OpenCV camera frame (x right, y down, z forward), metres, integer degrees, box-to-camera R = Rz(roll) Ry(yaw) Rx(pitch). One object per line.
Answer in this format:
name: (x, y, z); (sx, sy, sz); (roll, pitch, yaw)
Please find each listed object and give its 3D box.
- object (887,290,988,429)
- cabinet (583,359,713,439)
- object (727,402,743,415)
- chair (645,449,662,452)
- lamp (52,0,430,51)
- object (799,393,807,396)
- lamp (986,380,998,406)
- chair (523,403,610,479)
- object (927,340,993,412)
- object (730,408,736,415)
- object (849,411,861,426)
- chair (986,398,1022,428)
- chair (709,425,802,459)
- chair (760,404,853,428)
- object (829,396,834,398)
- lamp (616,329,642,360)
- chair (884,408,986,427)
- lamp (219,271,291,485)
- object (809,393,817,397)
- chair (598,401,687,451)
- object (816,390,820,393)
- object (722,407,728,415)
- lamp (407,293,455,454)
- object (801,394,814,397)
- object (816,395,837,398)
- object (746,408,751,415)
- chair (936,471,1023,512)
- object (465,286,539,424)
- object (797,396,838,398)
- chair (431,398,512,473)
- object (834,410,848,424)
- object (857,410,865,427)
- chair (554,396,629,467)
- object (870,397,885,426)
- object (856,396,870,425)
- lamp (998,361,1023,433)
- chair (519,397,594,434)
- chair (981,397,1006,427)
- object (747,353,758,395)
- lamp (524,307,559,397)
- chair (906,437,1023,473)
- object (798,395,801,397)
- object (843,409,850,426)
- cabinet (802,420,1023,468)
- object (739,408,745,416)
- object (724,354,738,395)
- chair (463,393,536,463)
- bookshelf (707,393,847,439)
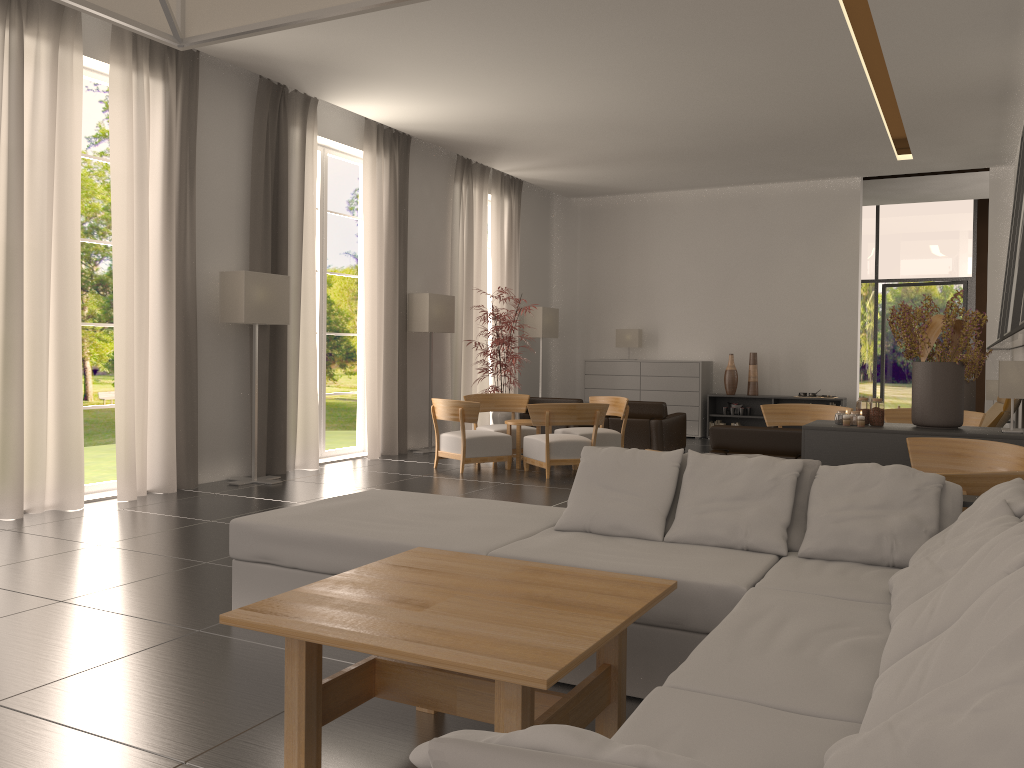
object: (4.906, -0.283, 9.758); (1.422, 1.553, 1.437); (2, 2, 40)
cabinet: (3.437, 0.335, 22.580); (3.081, 1.876, 1.040); (2, 1, 27)
object: (5.394, 0.586, 21.426); (0.413, 0.309, 0.142); (2, 2, 42)
chair: (1.831, 1.167, 7.357); (1.151, 1.226, 1.452); (0, 2, -38)
lamp: (-0.467, 0.394, 0.659); (0.908, 3.178, 1.000); (1, 1, 27)
object: (6.853, 0.247, 20.881); (0.188, 0.082, 0.188); (0, 2, -12)
lamp: (9.566, 0.301, 17.629); (0.257, 0.756, 0.514); (1, 1, 27)
chair: (0.834, 0.898, 14.806); (1.452, 1.226, 1.151); (0, 1, -18)
object: (9.124, -0.122, 18.118); (1.586, 1.553, 0.928); (0, 2, -34)
object: (5.291, 0.656, 21.244); (0.135, 0.179, 0.136); (1, 1, 28)
object: (3.897, 0.391, 10.064); (0.157, 0.158, 0.157); (1, 1, 0)
chair: (7.041, 0.843, 14.727); (2.422, 1.485, 1.300); (2, 2, 37)
chair: (3.544, 1.091, 12.093); (1.538, 1.075, 1.500); (2, 2, 27)
chair: (4.634, 0.956, 14.160); (1.452, 1.226, 1.151); (1, 2, 27)
object: (7.281, 0.296, 20.221); (0.112, 0.040, 0.034); (1, 1, 16)
lamp: (3.030, -1.020, 22.983); (0.619, 0.796, 0.309); (1, 1, 27)
chair: (6.286, 1.005, 13.306); (1.452, 1.226, 1.151); (1, 2, 27)
lamp: (-3.931, -0.094, 13.573); (0.908, 3.178, 1.000); (1, 1, 27)
object: (7.050, 0.253, 20.774); (0.188, 0.082, 0.188); (2, 2, 42)
chair: (2.669, 0.864, 18.366); (1.538, 1.075, 1.500); (2, 2, 27)
object: (7.107, 0.202, 20.779); (0.261, 0.152, 0.086); (1, 1, -5)
object: (5.148, 0.649, 21.402); (0.135, 0.179, 0.136); (1, 1, 28)
lamp: (-1.645, -0.219, 17.994); (0.908, 3.178, 1.000); (1, 1, 27)
object: (6.854, 0.269, 20.593); (0.292, 0.058, 0.086); (1, 2, 14)
object: (7.264, 0.290, 20.485); (0.293, 0.034, 0.405); (0, 2, -15)
object: (5.681, 0.659, 21.306); (0.135, 0.179, 0.136); (2, 2, 33)
chair: (3.404, 1.205, 6.787); (1.452, 1.226, 1.151); (0, 1, -18)
object: (-0.279, -0.320, 18.405); (1.489, 3.397, 1.771); (1, 1, 12)
object: (7.052, 0.304, 20.558); (0.894, 0.003, 0.671); (2, 2, 30)
chair: (-0.739, 0.860, 15.376); (1.151, 1.226, 1.452); (0, 2, -38)
object: (3.807, 0.384, 10.236); (0.157, 0.158, 0.157); (1, 1, 0)
object: (3.885, 0.383, 9.865); (0.080, 0.187, 0.080); (1, 1, 37)
chair: (1.494, 0.852, 16.380); (1.151, 1.226, 1.452); (0, 2, -23)
object: (4.132, 0.311, 10.034); (0.157, 0.325, 0.157); (0, 1, -26)
object: (4.042, 0.304, 10.205); (0.157, 0.325, 0.157); (1, 1, 19)
lamp: (5.331, 0.132, 9.443); (0.257, 0.757, 0.514); (1, 1, 27)
chair: (1.082, 0.817, 19.187); (1.538, 1.075, 1.500); (2, 2, 27)
chair: (7.893, 0.796, 16.376); (2.421, 1.485, 1.300); (1, 1, 17)
object: (5.787, -0.240, 21.284); (0.262, 1.025, 0.262); (1, 1, 31)
lamp: (0.743, -0.350, 22.612); (0.908, 3.178, 1.000); (1, 1, 27)
chair: (4.064, 1.159, 8.361); (1.151, 1.226, 1.452); (0, 2, -23)
object: (6.722, 0.272, 20.711); (0.034, 0.040, 0.112); (0, 2, -18)
object: (3.777, 0.377, 10.006); (0.076, 0.187, 0.076); (2, 1, 44)
cabinet: (4.558, 1.105, 9.868); (2.400, 1.239, 1.120); (2, 2, 27)
object: (5.489, 0.661, 21.174); (0.136, 0.179, 0.135); (1, 1, -2)
object: (5.265, -0.231, 21.305); (0.327, 0.992, 0.327); (0, 1, -39)
chair: (-0.153, 0.813, 16.930); (1.452, 1.226, 1.151); (0, 2, -28)
bookshelf: (6.239, 0.824, 20.995); (3.081, 1.079, 0.740); (2, 2, 27)
